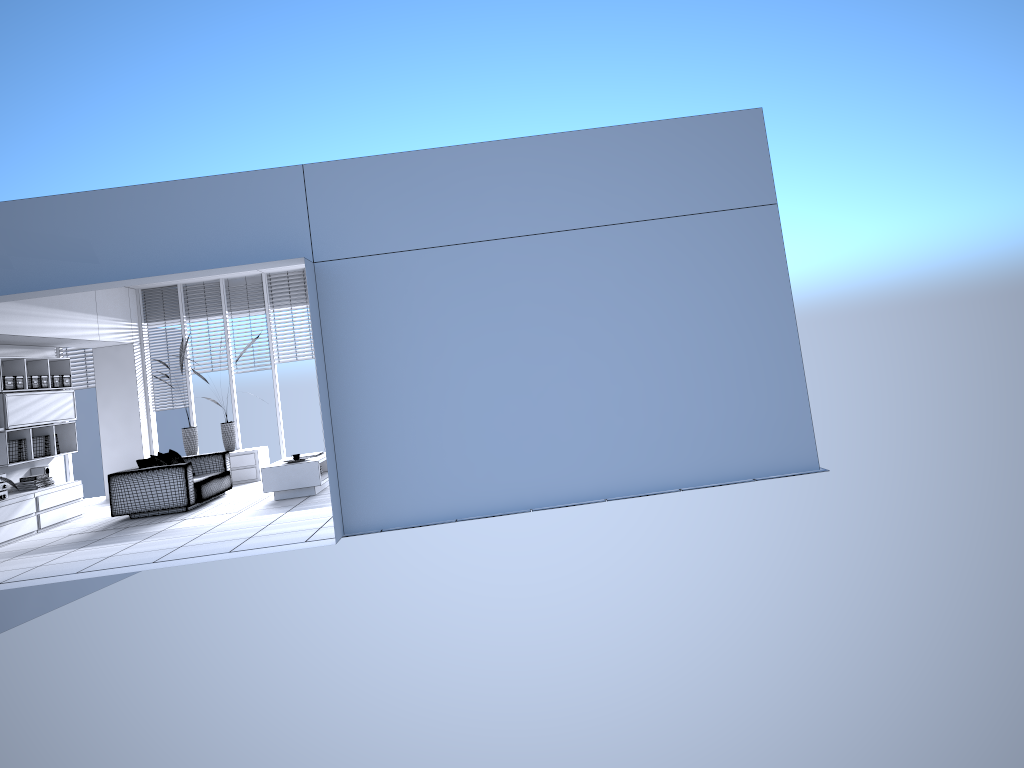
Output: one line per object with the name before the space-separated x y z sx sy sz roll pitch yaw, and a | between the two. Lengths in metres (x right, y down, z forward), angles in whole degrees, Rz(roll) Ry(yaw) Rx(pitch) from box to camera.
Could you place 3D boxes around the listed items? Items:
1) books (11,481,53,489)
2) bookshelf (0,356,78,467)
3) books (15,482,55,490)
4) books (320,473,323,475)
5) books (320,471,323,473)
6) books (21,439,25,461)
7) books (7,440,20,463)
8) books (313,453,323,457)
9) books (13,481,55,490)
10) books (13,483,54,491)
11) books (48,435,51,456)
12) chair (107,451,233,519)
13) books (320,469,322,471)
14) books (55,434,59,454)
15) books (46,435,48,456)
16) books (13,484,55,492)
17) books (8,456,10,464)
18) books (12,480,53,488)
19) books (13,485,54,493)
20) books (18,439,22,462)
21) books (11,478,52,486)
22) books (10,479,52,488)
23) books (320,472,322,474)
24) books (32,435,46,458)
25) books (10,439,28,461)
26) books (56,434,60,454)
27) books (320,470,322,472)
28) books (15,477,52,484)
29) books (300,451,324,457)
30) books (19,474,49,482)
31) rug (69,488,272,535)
books | -5.714 1.201 10.506 0.285 0.008 0.414 -7 1 0
bookshelf | -5.915 0.320 10.279 0.328 1.258 2.805 -7 0 -1
books | -5.710 1.222 10.538 0.285 0.008 0.414 -7 1 0
books | -2.455 1.118 10.611 0.285 0.008 0.414 -7 1 0
books | -2.457 1.089 10.614 0.285 0.008 0.414 -7 1 0
books | -5.873 0.792 10.420 0.207 0.261 0.050 -7 -5 -1
books | -5.868 0.793 10.321 0.207 0.262 0.074 -7 -5 -2
books | -2.486 0.882 10.801 0.285 0.008 0.414 -7 1 0
books | -5.711 1.213 10.545 0.285 0.008 0.414 -7 1 0
books | -5.718 1.233 10.525 0.285 0.008 0.414 -7 1 0
books | -5.884 0.780 11.023 0.207 0.261 0.050 -7 -5 -1
chair | -4.062 1.205 10.718 0.960 0.555 1.642 -7 1 -1
books | -2.461 1.069 10.582 0.285 0.008 0.414 -7 1 0
books | -5.894 0.780 11.223 0.207 0.262 0.074 -7 -5 -1
books | -5.880 0.781 10.956 0.207 0.262 0.074 -7 -5 -2
books | -5.710 1.242 10.542 0.285 0.008 0.414 -7 1 0
books | -5.873 0.802 10.082 0.207 0.262 0.074 -7 -5 -1
books | -5.716 1.193 10.513 0.285 0.008 0.414 -7 1 0
books | -5.708 1.251 10.535 0.285 0.008 0.414 -7 1 0
books | -5.869 0.793 10.353 0.207 0.262 0.074 -7 -5 -2
books | -5.717 1.164 10.516 0.285 0.008 0.414 -7 1 0
books | -5.724 1.184 10.496 0.285 0.008 0.414 -7 1 0
books | -2.455 1.098 10.606 0.285 0.008 0.414 -7 1 0
books | -5.878 0.782 10.924 0.207 0.262 0.074 -7 -5 -2
books | -5.874 0.791 10.471 0.207 0.261 0.050 -7 -5 -1
books | -5.894 0.779 11.254 0.207 0.262 0.074 -7 -5 -1
books | -2.460 1.078 10.575 0.285 0.008 0.414 -7 1 0
books | -5.725 1.155 10.499 0.285 0.008 0.414 -7 1 0
books | -2.488 0.867 10.792 0.285 0.008 0.414 -7 1 0
books | -5.696 1.120 10.511 0.207 0.050 0.258 -7 1 4
rug | -3.844 1.464 10.493 1.799 0.001 2.222 -8 1 -1
